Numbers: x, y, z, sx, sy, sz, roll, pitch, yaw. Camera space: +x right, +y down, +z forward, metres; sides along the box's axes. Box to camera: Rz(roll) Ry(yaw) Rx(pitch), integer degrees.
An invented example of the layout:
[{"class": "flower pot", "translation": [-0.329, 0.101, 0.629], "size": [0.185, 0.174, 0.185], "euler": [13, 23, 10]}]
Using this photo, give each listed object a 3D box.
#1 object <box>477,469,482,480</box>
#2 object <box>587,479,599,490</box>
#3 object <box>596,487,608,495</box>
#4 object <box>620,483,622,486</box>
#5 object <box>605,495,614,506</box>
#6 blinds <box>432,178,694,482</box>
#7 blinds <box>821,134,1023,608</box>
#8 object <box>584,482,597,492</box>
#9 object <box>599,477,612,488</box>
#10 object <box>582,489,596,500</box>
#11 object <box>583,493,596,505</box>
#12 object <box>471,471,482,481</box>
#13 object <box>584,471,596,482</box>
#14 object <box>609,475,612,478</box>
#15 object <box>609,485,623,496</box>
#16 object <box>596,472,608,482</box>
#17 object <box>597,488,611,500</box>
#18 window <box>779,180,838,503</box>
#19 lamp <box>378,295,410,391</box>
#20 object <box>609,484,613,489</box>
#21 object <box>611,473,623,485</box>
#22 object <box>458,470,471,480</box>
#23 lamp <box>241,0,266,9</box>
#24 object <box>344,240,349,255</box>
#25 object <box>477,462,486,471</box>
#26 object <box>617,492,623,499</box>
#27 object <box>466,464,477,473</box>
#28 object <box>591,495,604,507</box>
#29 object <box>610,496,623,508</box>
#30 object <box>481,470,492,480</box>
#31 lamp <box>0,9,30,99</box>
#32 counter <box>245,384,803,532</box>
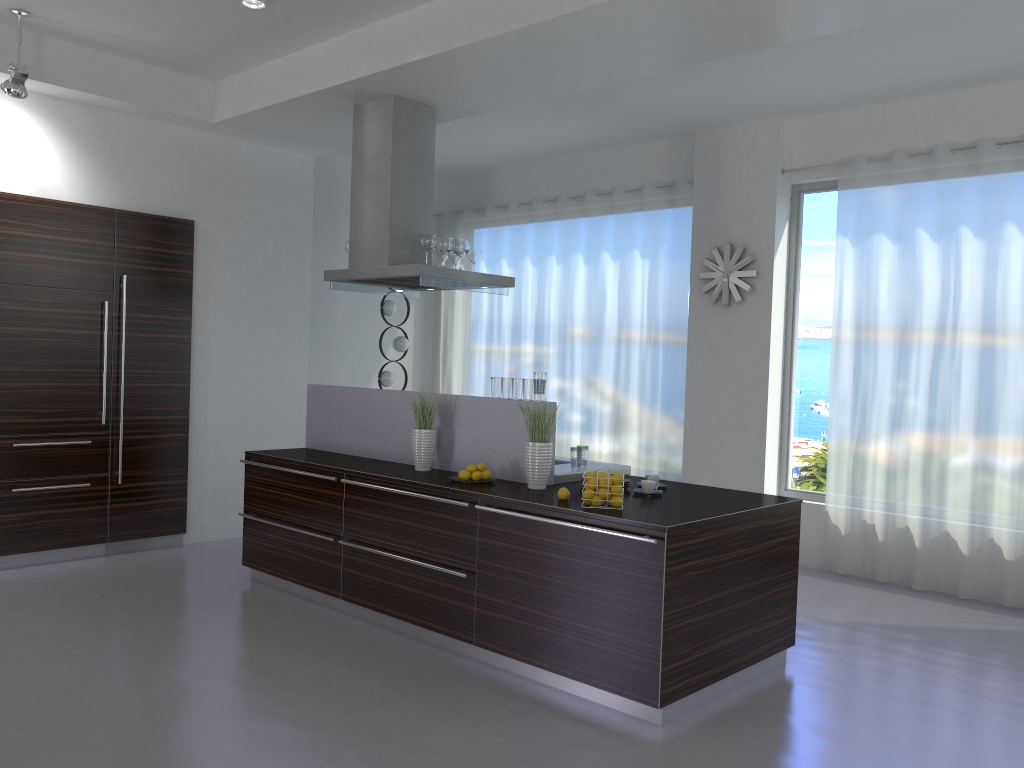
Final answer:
[{"class": "object", "translation": [-0.185, 0.493, 4.823], "size": [0.057, 0.060, 0.071], "euler": [3, 2, 44]}, {"class": "object", "translation": [0.375, 0.463, 4.107], "size": [0.053, 0.052, 0.061], "euler": [1, 2, -34]}, {"class": "object", "translation": [0.419, 0.500, 4.114], "size": [0.062, 0.053, 0.051], "euler": [1, 2, -39]}, {"class": "object", "translation": [0.494, 0.487, 4.209], "size": [0.060, 0.055, 0.053], "euler": [2, 1, -4]}, {"class": "object", "translation": [0.463, 0.542, 4.134], "size": [0.061, 0.055, 0.050], "euler": [2, 1, -2]}, {"class": "blinds", "translation": [0.299, -0.261, 8.636], "size": [3.245, 3.112, 0.120], "euler": [3, 2, 43]}, {"class": "blinds", "translation": [3.427, -0.075, 5.740], "size": [2.830, 3.112, 0.120], "euler": [3, 2, 43]}, {"class": "object", "translation": [0.370, 0.484, 4.161], "size": [0.062, 0.053, 0.052], "euler": [2, 2, 15]}, {"class": "object", "translation": [0.430, 0.454, 4.087], "size": [0.063, 0.053, 0.051], "euler": [1, 2, -34]}, {"class": "object", "translation": [0.354, 0.509, 4.089], "size": [0.061, 0.054, 0.052], "euler": [3, 2, 20]}, {"class": "object", "translation": [0.369, 0.535, 4.144], "size": [0.074, 0.063, 0.064], "euler": [1, 2, -27]}, {"class": "object", "translation": [-0.190, 0.494, 4.764], "size": [0.061, 0.054, 0.052], "euler": [3, 2, 20]}, {"class": "object", "translation": [0.367, 0.438, 4.180], "size": [0.053, 0.051, 0.063], "euler": [2, 1, 0]}, {"class": "object", "translation": [0.453, 0.457, 4.215], "size": [0.063, 0.051, 0.053], "euler": [2, 1, -2]}, {"class": "object", "translation": [0.481, 0.492, 4.101], "size": [0.061, 0.054, 0.053], "euler": [2, 1, -1]}, {"class": "object", "translation": [0.421, 0.437, 4.156], "size": [0.051, 0.053, 0.063], "euler": [3, 2, 44]}, {"class": "object", "translation": [0.424, 0.505, 4.083], "size": [0.061, 0.055, 0.051], "euler": [3, 2, 22]}, {"class": "window", "translation": [3.326, -0.276, 6.140], "size": [3.000, 2.500, 0.100], "euler": [3, 2, 43]}, {"class": "lamp", "translation": [-1.118, -1.063, 8.575], "size": [0.180, 2.370, 0.367], "euler": [3, 2, 36]}, {"class": "object", "translation": [0.463, 0.471, 4.150], "size": [0.055, 0.051, 0.061], "euler": [3, 2, 37]}, {"class": "object", "translation": [0.488, 0.442, 4.119], "size": [0.050, 0.060, 0.059], "euler": [3, 2, 42]}, {"class": "object", "translation": [-0.254, 0.491, 4.766], "size": [0.070, 0.058, 0.060], "euler": [3, 2, 42]}, {"class": "lamp", "translation": [-1.452, -2.152, 4.984], "size": [0.132, 0.035, 0.132], "euler": [2, 2, 15]}, {"class": "object", "translation": [-1.120, -0.898, 6.245], "size": [0.125, 0.221, 0.125], "euler": [1, 2, -22]}, {"class": "object", "translation": [-0.165, 0.449, 4.804], "size": [0.053, 0.048, 0.063], "euler": [2, 1, 9]}, {"class": "object", "translation": [0.492, 0.519, 4.165], "size": [0.062, 0.053, 0.052], "euler": [2, 1, -10]}, {"class": "object", "translation": [-0.218, 0.458, 4.796], "size": [0.053, 0.047, 0.061], "euler": [1, 2, -44]}, {"class": "object", "translation": [0.394, 0.539, 4.091], "size": [0.063, 0.053, 0.051], "euler": [1, 2, -39]}, {"class": "object", "translation": [0.480, 0.542, 4.077], "size": [0.062, 0.052, 0.053], "euler": [2, 1, -8]}, {"class": "object", "translation": [-0.140, 0.491, 4.794], "size": [0.063, 0.053, 0.051], "euler": [2, 1, -7]}, {"class": "lamp", "translation": [-2.934, -1.970, 5.144], "size": [0.171, 0.511, 0.605], "euler": [2, 2, -15]}, {"class": "counter", "translation": [-0.133, 0.724, 5.254], "size": [3.291, 1.300, 1.302], "euler": [3, 2, 43]}]
